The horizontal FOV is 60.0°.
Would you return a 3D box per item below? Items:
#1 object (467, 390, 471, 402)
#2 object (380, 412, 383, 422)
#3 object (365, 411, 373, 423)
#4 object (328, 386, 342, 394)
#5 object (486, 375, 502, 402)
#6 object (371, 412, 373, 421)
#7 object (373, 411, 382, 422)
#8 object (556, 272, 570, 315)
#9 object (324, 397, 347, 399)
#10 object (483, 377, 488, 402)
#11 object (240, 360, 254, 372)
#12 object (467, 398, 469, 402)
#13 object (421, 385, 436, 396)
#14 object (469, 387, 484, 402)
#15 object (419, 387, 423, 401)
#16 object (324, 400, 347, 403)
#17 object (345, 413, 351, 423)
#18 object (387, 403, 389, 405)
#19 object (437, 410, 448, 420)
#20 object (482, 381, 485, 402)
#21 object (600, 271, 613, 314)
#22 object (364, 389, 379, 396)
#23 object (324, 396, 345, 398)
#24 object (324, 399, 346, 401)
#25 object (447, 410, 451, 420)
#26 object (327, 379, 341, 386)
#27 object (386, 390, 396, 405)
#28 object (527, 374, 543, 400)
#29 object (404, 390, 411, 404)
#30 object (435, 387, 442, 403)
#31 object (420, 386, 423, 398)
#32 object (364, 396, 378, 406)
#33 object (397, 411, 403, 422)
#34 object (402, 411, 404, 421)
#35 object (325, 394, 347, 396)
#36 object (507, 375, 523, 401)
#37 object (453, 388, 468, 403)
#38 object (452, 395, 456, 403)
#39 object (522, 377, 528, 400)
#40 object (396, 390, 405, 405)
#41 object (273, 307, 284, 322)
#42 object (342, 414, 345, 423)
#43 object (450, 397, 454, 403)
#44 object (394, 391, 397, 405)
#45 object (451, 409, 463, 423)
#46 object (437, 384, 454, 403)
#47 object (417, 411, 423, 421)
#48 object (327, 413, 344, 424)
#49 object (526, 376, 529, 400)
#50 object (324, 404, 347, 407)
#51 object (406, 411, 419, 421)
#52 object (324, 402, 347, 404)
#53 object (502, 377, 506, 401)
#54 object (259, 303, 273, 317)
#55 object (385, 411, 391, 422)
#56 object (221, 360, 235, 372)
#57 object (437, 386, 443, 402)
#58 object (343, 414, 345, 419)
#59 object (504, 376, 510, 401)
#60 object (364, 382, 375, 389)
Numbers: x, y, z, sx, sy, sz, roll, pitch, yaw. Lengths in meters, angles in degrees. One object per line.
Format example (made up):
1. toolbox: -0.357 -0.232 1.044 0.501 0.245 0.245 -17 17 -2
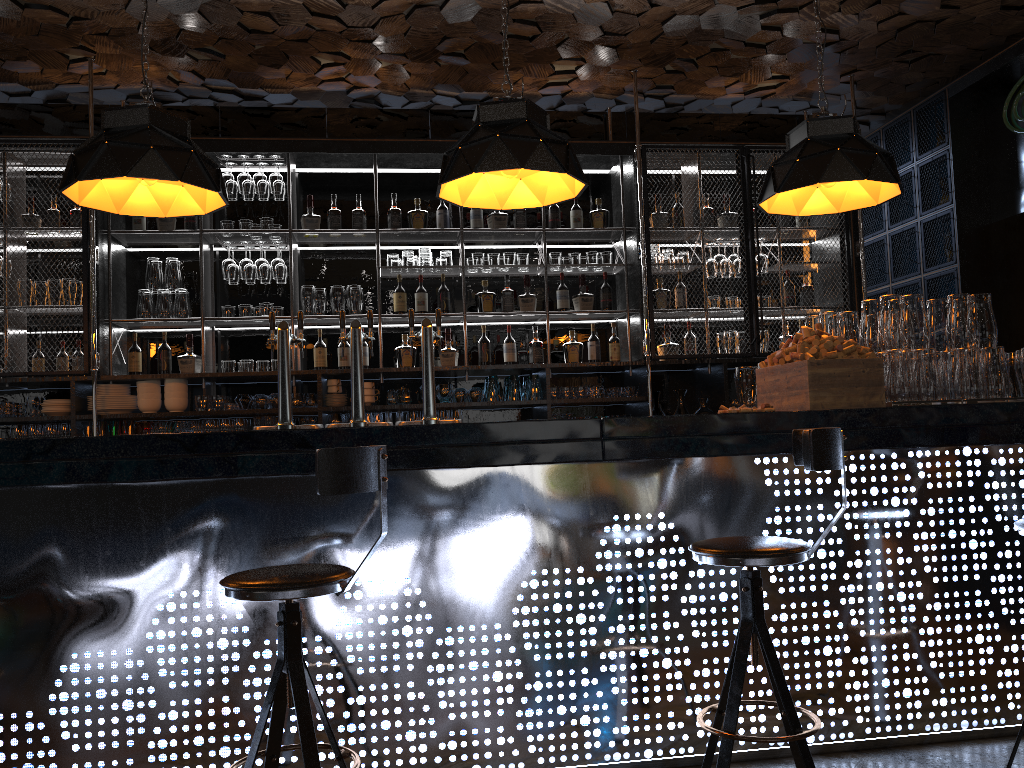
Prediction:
1. object: -0.254 0.079 5.973 0.098 0.097 0.098 -3 -3 17
2. object: -0.881 0.301 5.889 0.058 0.234 0.058 -4 -3 25
3. object: -0.933 0.296 5.776 0.058 0.234 0.058 -4 -4 35
4. object: -1.158 0.047 5.823 0.107 0.070 0.094 -3 -3 22
5. object: -0.123 0.031 5.862 0.115 0.172 0.101 -3 -3 21
6. object: -0.943 0.301 5.861 0.058 0.234 0.058 -3 -3 15
7. object: -0.878 0.295 5.793 0.058 0.234 0.058 -2 -3 -5
8. object: 0.355 -0.635 6.217 0.086 0.298 0.086 -5 -4 41
9. object: -1.157 0.100 5.821 0.149 0.026 0.148 -2 -3 -2
10. object: -0.145 0.038 5.980 0.115 0.172 0.101 -2 -3 1
11. object: -1.735 -0.109 5.803 0.089 0.092 0.089 1 -4 -45
12. object: -0.263 0.085 6.074 0.098 0.097 0.098 -1 -3 -22
13. object: -0.549 0.070 5.851 0.100 0.125 0.100 -4 -4 31
14. object: -0.236 0.073 5.866 0.098 0.097 0.098 -4 -3 26
15. object: -0.585 0.084 6.089 0.100 0.125 0.100 -2 -3 5
16. object: -1.157 0.122 5.820 0.149 0.023 0.149 -1 -3 -24
17. object: -1.033 0.303 5.778 0.108 0.227 0.108 0 -4 -38
18. object: -0.798 0.092 5.847 0.067 0.099 0.058 0 -4 -38
19. object: -0.460 0.286 5.859 0.091 0.229 0.091 -3 -3 19
20. object: -0.155 0.045 6.102 0.115 0.172 0.101 -1 -3 -23
21. object: 0.663 -0.645 6.257 0.086 0.299 0.086 -5 -4 41
22. object: -0.946 0.067 5.841 0.094 0.069 0.106 -4 -4 33
23. object: -1.159 0.090 5.821 0.149 0.025 0.149 -5 -4 44
24. object: -1.158 0.110 5.821 0.149 0.024 0.149 -2 -3 -9
25. object: -0.437 0.291 5.975 0.091 0.229 0.091 -1 -3 -15
26. object: -1.170 0.003 5.823 0.094 0.069 0.106 -2 -3 -2
27. object: -0.786 0.088 5.780 0.058 0.099 0.067 -5 -4 37
28. object: 0.150 0.022 5.900 0.101 0.172 0.115 -3 -3 21
29. object: -0.707 0.094 5.936 0.058 0.099 0.067 -2 -3 4
30. object: -0.473 0.080 6.105 0.108 0.126 0.108 0 -4 -37
31. object: -0.566 0.077 5.972 0.100 0.125 0.100 -5 -4 39
32. object: -0.941 0.112 5.836 0.106 0.067 0.094 -1 -3 -20
33. object: -0.731 0.291 5.796 0.049 0.231 0.049 -1 -3 -13
34. object: -0.743 0.299 5.926 0.049 0.231 0.049 -2 -3 0
35. object: -1.161 0.079 5.822 0.149 0.026 0.148 -2 -3 -2
36. object: 0.020 0.026 5.873 0.115 0.172 0.101 -1 -3 -23
37. object: -0.339 0.076 5.857 0.098 0.097 0.098 0 -4 -29
38. object: -0.352 0.082 5.958 0.098 0.097 0.098 -4 -4 30
39. object: 0.114 0.037 6.141 0.115 0.172 0.101 -2 -3 1
40. object: -0.731 0.089 5.827 0.067 0.099 0.058 -4 -4 27
41. object: -1.589 -0.471 6.003 0.089 0.092 0.089 -1 -3 -24
42. object: -1.159 0.314 5.878 0.108 0.227 0.108 0 -4 -29
43. object: -0.382 0.093 6.136 0.098 0.097 0.098 -1 -3 -17
44. object: -0.789 0.097 5.946 0.058 0.099 0.067 -2 -3 -5
45. object: -0.365 0.283 5.871 0.091 0.229 0.091 0 -4 -36
46. object: -0.440 0.066 5.869 0.108 0.126 0.108 -4 -3 26
47. object: -0.626 0.297 5.950 0.091 0.229 0.091 -3 -3 13
48. object: -1.147 0.307 5.760 0.108 0.227 0.108 -1 -3 -17
49. object: 0.140 0.029 6.017 0.115 0.172 0.101 -1 -3 -23
50. object: -1.157 0.144 5.819 0.149 0.022 0.149 0 -4 -39
51. object: -0.652 0.291 5.827 0.091 0.229 0.091 -1 -3 -22
52. object: -1.156 0.133 5.820 0.149 0.023 0.149 0 -4 -39
53. object: -0.022 0.041 6.117 0.101 0.172 0.115 -2 -3 -4
54. object: -1.610 -0.480 5.817 0.089 0.092 0.089 -1 -3 -24
55. object: -0.806 0.293 5.785 0.049 0.231 0.049 -2 -3 3
56. object: -1.855 -0.105 5.799 0.089 0.092 0.089 0 -4 -36
57. object: -0.454 0.073 5.984 0.108 0.126 0.108 -1 -3 -13
58. object: -1.175 0.321 6.000 0.108 0.227 0.108 -4 -3 23
59. object: -0.003 0.034 5.999 0.101 0.172 0.115 -3 -3 21
60. object: -0.949 0.022 5.833 0.094 0.068 0.106 -2 -3 -8
